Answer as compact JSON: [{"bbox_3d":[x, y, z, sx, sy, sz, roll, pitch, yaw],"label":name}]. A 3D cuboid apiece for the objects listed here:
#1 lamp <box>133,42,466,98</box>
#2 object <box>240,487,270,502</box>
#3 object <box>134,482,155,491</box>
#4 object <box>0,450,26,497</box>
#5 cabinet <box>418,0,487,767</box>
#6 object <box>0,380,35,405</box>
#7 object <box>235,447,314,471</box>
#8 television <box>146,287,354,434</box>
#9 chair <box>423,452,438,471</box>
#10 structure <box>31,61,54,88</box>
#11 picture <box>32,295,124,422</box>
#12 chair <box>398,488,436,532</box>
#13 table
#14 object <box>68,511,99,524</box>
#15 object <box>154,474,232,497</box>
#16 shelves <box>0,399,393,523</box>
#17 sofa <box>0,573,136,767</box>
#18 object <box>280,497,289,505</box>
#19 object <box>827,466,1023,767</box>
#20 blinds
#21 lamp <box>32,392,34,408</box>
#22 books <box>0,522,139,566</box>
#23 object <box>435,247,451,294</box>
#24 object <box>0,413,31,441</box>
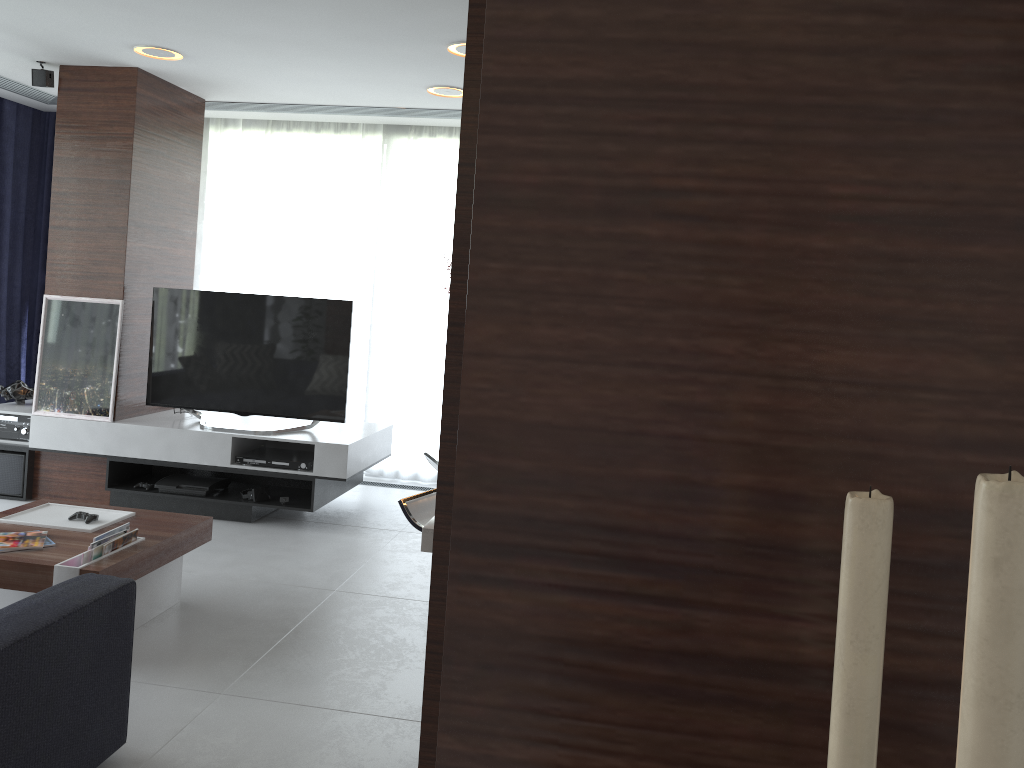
[{"bbox_3d":[1.490,-1.333,2.795,9.578,0.084,5.369,3,5,-5],"label":"lamp"},{"bbox_3d":[-1.471,0.614,5.027,0.184,0.079,0.117,7,5,38],"label":"object"},{"bbox_3d":[-2.115,0.585,5.090,0.113,0.036,0.071,6,5,21],"label":"object"},{"bbox_3d":[-2.919,0.518,5.267,0.213,0.251,0.255,4,3,8],"label":"object"},{"bbox_3d":[0.437,-0.254,3.792,0.787,2.545,3.343,4,3,8],"label":"cabinet"},{"bbox_3d":[-3.054,0.051,5.516,0.310,0.150,0.138,1,4,-34],"label":"object"},{"bbox_3d":[-1.311,0.430,5.069,0.430,0.053,0.336,5,5,8],"label":"object"},{"bbox_3d":[-1.539,-0.135,5.168,1.231,0.785,0.298,4,1,8],"label":"television"},{"bbox_3d":[-0.111,0.656,3.526,0.463,0.708,0.397,3,2,-19],"label":"chair"},{"bbox_3d":[-2.736,-1.799,5.154,0.084,0.142,0.115,4,2,-2],"label":"structure"},{"bbox_3d":[-2.511,-0.152,5.109,0.500,0.700,0.053,4,0,8],"label":"picture"},{"bbox_3d":[-0.085,0.722,2.830,0.465,0.708,0.396,5,2,26],"label":"chair"},{"bbox_3d":[-1.745,0.733,3.444,0.801,0.352,0.808,4,5,8],"label":"table"},{"bbox_3d":[-1.730,0.536,3.574,0.113,0.036,0.071,6,5,21],"label":"object"},{"bbox_3d":[-1.850,0.582,5.137,0.314,0.067,0.314,5,5,8],"label":"object"},{"bbox_3d":[-2.006,0.453,5.442,2.351,0.498,0.875,5,4,8],"label":"shelves"},{"bbox_3d":[-2.492,0.630,2.655,2.875,0.607,1.905,5,5,8],"label":"sofa"},{"bbox_3d":[-1.271,0.652,4.937,0.044,0.043,0.044,4,3,9],"label":"object"},{"bbox_3d":[0.133,0.202,0.248,0.101,0.425,0.101,4,0,-8],"label":"object"},{"bbox_3d":[-1.568,-0.432,3.091,5.805,2.766,7.154,5,5,12],"label":"blinds"},{"bbox_3d":[-2.843,0.052,5.334,0.077,0.211,0.154,3,2,-33],"label":"lamp"},{"bbox_3d":[1.972,0.840,4.038,8.225,0.372,0.407,3,3,-13],"label":"books"},{"bbox_3d":[-0.051,-0.017,2.495,0.387,0.733,0.198,4,1,-10],"label":"object"},{"bbox_3d":[-2.978,0.241,5.382,0.370,0.150,0.370,4,5,8],"label":"object"}]
